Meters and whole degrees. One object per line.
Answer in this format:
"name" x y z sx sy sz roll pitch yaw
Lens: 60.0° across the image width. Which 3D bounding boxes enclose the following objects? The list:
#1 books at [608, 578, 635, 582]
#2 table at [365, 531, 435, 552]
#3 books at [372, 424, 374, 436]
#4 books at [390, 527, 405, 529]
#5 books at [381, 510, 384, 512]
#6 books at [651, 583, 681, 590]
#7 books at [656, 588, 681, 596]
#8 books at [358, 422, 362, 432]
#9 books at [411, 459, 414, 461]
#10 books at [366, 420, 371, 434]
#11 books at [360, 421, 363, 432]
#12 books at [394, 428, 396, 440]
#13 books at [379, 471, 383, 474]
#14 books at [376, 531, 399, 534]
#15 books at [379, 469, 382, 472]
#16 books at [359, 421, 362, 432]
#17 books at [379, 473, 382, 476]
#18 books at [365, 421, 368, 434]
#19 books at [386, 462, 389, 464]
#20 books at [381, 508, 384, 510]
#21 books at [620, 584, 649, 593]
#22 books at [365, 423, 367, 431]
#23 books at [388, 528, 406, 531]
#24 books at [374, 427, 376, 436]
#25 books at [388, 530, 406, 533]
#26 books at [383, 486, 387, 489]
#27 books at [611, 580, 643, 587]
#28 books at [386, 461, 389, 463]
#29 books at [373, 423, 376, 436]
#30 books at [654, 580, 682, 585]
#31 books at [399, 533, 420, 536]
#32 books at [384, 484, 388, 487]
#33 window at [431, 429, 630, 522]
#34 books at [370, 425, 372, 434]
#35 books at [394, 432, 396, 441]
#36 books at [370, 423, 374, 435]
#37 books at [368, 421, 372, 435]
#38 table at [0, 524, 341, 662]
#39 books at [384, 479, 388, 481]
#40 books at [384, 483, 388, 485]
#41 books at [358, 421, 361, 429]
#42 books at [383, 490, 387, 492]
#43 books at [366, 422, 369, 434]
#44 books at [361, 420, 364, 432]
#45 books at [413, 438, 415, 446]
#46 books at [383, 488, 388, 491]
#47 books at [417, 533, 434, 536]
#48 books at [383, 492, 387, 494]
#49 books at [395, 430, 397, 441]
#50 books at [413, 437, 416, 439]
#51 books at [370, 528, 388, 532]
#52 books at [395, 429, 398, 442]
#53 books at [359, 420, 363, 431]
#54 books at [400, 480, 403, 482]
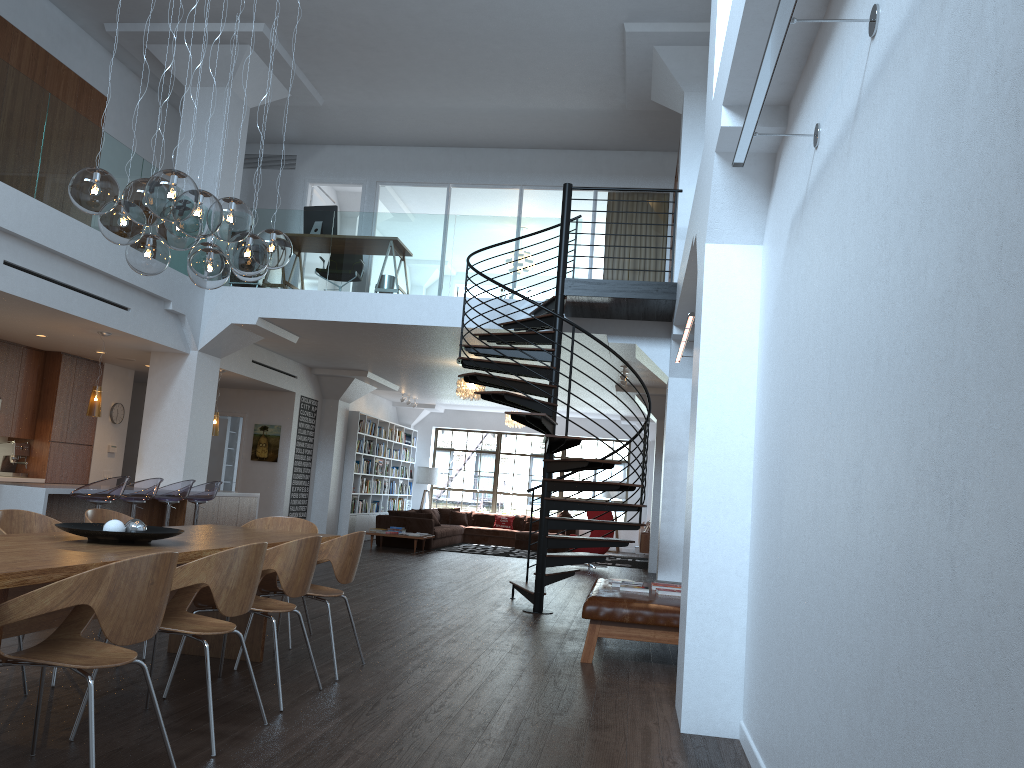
"books" 0.925 1.665 7.480 0.161 0.031 0.223 6 -7 -14
"table" -1.998 2.770 15.576 1.100 0.271 0.853 3 -7 8
"books" -2.802 0.890 17.376 0.174 0.243 0.085 3 -7 8
"books" -2.054 2.581 15.895 0.224 0.027 0.157 3 -7 13
"books" -2.819 2.631 18.454 0.284 0.035 0.197 3 -7 8
"books" 1.270 1.643 7.151 0.283 0.043 0.197 3 -7 8
"books" 1.228 1.604 6.825 0.224 0.036 0.161 4 -7 3
"books" -2.923 0.799 16.580 0.167 0.210 0.162 3 -7 8
"books" -2.430 1.748 20.519 0.284 0.033 0.197 1 -8 23
"books" -2.842 0.832 17.131 0.176 0.293 0.125 3 -7 8
"books" -2.898 0.805 16.676 0.161 0.222 0.084 3 -7 8
"books" -2.572 1.074 18.964 0.140 0.298 0.044 3 -7 8
"books" -2.765 1.804 18.128 0.160 0.039 0.251 3 -7 13
"books" -2.183 2.591 15.500 0.236 0.035 0.340 0 -8 33
"books" -2.787 1.763 18.132 0.180 0.042 0.259 3 -7 8
"books" -2.905 0.802 16.643 0.161 0.218 0.101 3 -7 8
"books" -2.765 1.844 18.125 0.171 0.039 0.246 3 -7 8
"books" -2.861 0.834 16.990 0.170 0.251 0.118 3 -7 8
"books" -2.698 1.647 18.500 0.223 0.031 0.161 3 -7 8
"books" -2.816 2.597 18.458 0.284 0.033 0.197 5 -7 -7
"books" 0.952 1.591 6.891 0.224 0.032 0.161 3 -7 8
"books" -2.865 0.840 16.914 0.161 0.222 0.084 3 -7 8
"books" -2.061 2.612 15.894 0.279 0.035 0.191 2 -7 18
"books" -2.789 0.916 17.546 0.167 0.233 0.077 3 -7 8
"books" -2.059 2.647 15.885 0.312 0.037 0.216 5 -7 -2
"books" -2.734 2.157 18.550 0.231 0.044 0.168 4 -7 3
"books" 0.931 1.620 7.160 0.247 0.040 0.185 3 -7 11
"books" -2.695 1.619 18.511 0.224 0.030 0.161 2 -7 18
"books" -2.789 0.897 17.477 0.182 0.255 0.077 3 -7 8
"books" 1.332 1.688 7.462 0.254 0.044 0.183 4 -7 3
"books" -1.787 2.612 15.433 0.231 0.040 0.342 11 -9 -41
"books" -2.736 2.115 18.548 0.253 0.040 0.183 3 -7 8
"window" 0.402 2.167 21.010 4.648 1.905 0.114 3 -7 8
"books" -2.816 0.872 17.258 0.159 0.248 0.089 3 -7 8
"books" -2.576 1.125 19.005 0.144 0.207 0.048 3 -7 8
"books" -2.809 0.875 17.291 0.182 0.253 0.098 3 -7 8
"books" -2.838 0.841 17.193 0.197 0.290 0.136 3 -7 8
"table" -1.960 1.145 4.316 1.012 0.750 3.803 3 -7 8
"books" -2.710 1.997 18.553 0.185 0.041 0.129 1 -8 23
"books" -2.726 2.082 18.557 0.223 0.032 0.161 3 -7 8
"books" -2.926 0.784 16.490 0.182 0.215 0.188 3 -7 8
"books" -2.751 2.235 18.531 0.251 0.037 0.160 3 -7 13
"books" -2.851 0.845 17.041 0.174 0.242 0.105 3 -7 8
"books" -2.894 0.799 16.752 0.170 0.251 0.118 3 -7 8
"books" -2.344 1.352 20.666 0.136 0.196 0.045 3 -7 8
"books" -2.749 2.200 18.560 0.259 0.040 0.180 3 -7 8
"books" -1.588 2.667 15.749 0.256 0.035 0.350 0 -8 33
"books" -2.752 2.272 18.523 0.246 0.038 0.171 3 -7 8
"books" -2.574 1.116 19.097 0.171 0.246 0.057 3 -7 8
"books" -2.333 1.345 20.748 0.140 0.231 0.042 3 -7 8
"books" -2.381 2.617 15.873 0.241 0.045 0.334 3 -7 10
"books" -2.564 1.105 19.182 0.176 0.290 0.053 3 -7 8
"books" -2.901 0.796 16.709 0.159 0.248 0.089 3 -7 8
"books" -2.558 2.147 19.664 0.224 0.030 0.161 2 -7 18
